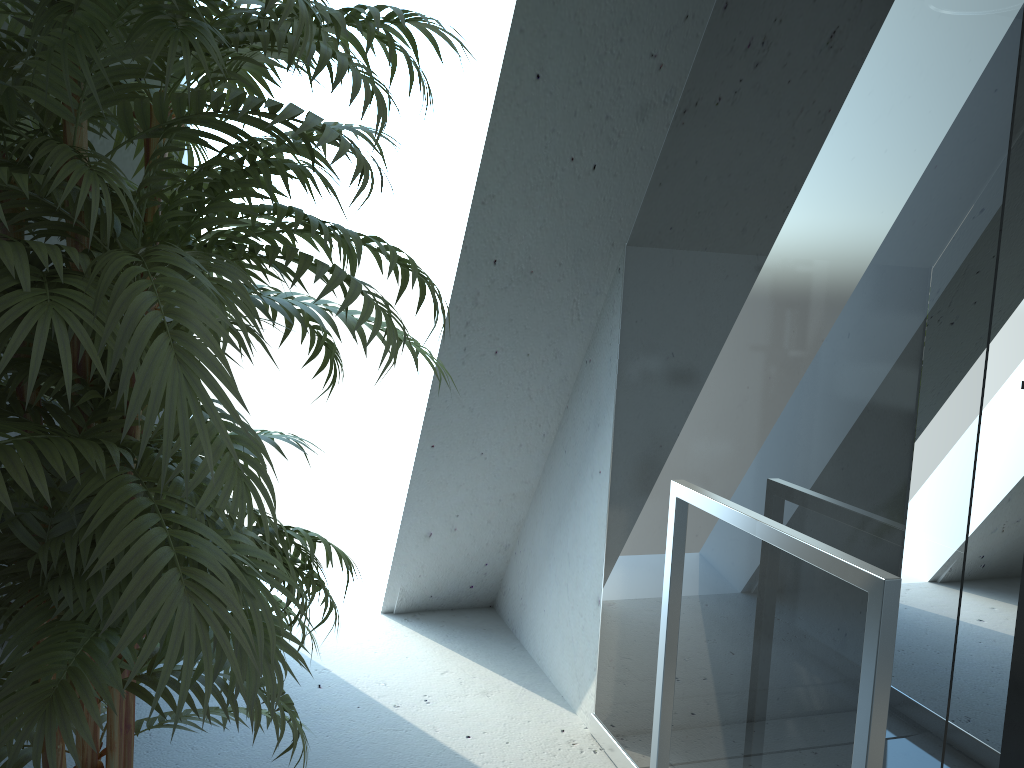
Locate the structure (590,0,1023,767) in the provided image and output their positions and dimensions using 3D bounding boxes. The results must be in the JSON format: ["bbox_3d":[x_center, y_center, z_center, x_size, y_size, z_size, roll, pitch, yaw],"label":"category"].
[{"bbox_3d":[0.958,0.050,1.654,1.184,2.114,1.835,1,6,-17],"label":"structure"}]

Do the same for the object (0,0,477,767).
[{"bbox_3d":[-0.595,0.047,1.247,1.020,2.034,0.980,7,7,31],"label":"object"}]

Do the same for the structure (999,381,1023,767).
[{"bbox_3d":[1.125,0.089,2.030,0.612,1.978,0.250,1,6,-17],"label":"structure"}]
